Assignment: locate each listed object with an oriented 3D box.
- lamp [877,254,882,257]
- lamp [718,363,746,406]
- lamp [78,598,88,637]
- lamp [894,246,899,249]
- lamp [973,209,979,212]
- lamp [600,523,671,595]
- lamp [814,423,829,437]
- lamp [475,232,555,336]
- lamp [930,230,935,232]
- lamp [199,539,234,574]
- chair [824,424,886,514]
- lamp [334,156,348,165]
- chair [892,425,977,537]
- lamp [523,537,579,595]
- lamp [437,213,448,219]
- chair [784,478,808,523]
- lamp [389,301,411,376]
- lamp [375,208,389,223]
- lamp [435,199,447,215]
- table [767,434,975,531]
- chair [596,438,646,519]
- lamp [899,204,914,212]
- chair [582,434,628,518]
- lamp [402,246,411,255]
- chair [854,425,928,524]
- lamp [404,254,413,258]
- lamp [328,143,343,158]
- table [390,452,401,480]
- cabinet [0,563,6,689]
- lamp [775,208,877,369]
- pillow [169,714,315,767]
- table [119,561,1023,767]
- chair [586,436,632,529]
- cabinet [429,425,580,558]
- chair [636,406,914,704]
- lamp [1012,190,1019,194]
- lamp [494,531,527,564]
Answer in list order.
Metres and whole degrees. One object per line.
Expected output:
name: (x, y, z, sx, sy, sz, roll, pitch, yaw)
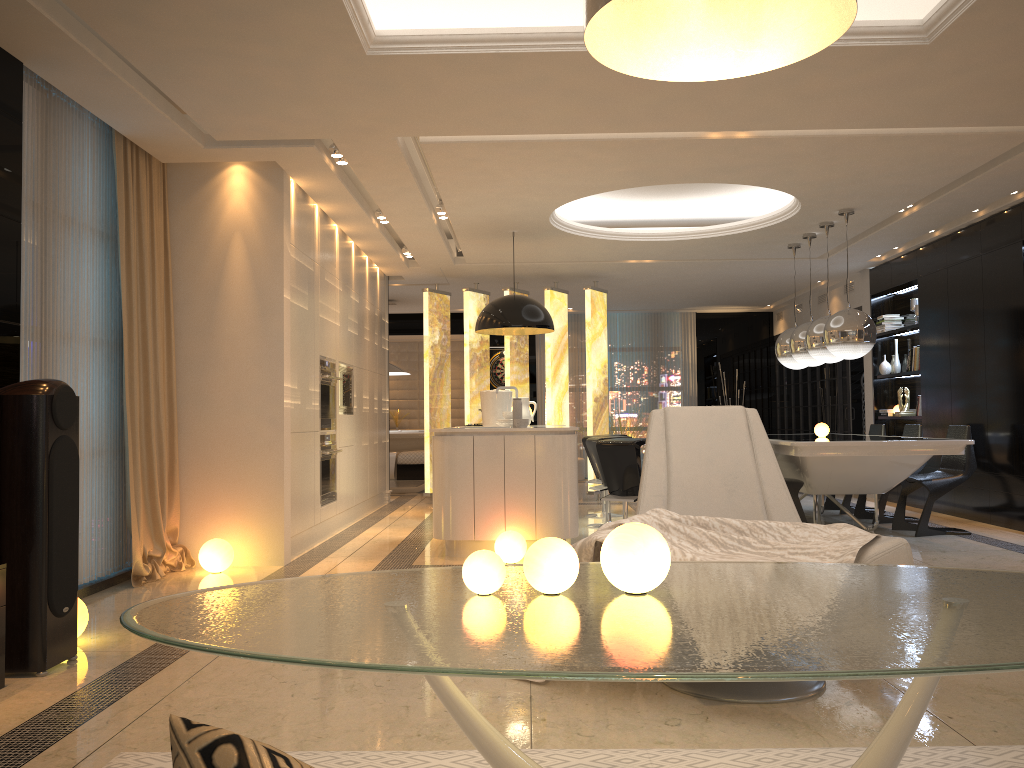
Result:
lamp: (3.951, -1.441, 9.599, 0.107, 0.127, 0.107, 0, -2, -18)
lamp: (3.449, 0.566, 13.890, 0.418, 1.801, 0.200, -1, -2, 1)
lamp: (-1.944, 1.014, 3.824, 0.212, 0.214, 0.213, 1, -3, -39)
lamp: (3.943, -1.459, 9.150, 0.107, 0.127, 0.107, 0, -2, -18)
lamp: (3.916, -1.525, 7.526, 0.107, 0.127, 0.107, 0, -2, -18)
lamp: (0.254, 0.358, 1.824, 0.143, 0.143, 0.143, 0, -2, -15)
lamp: (2.716, 0.403, 7.774, 0.125, 0.125, 0.125, 1, -3, -39)
lamp: (0.019, -0.915, 7.922, 0.710, 0.898, 0.710, -1, -2, 11)
lamp: (3.929, -1.492, 8.339, 0.107, 0.127, 0.107, 0, -2, -18)
lamp: (-1.871, 1.086, 5.612, 0.212, 0.214, 0.213, 1, -3, -39)
chair: (3.390, 0.829, 8.746, 0.496, 0.858, 0.523, -1, -2, 1)
lamp: (-1.136, -1.530, 5.925, 0.107, 0.127, 0.107, 0, -2, -10)
chair: (3.362, 0.761, 7.091, 0.496, 0.858, 0.523, -1, -2, 1)
lamp: (0.081, 0.374, 1.827, 0.115, 0.115, 0.115, -2, -3, 26)
lamp: (-0.585, -1.470, 7.556, 0.107, 0.127, 0.107, 0, -2, -18)
chair: (2.035, 0.773, 6.990, 0.496, 0.858, 0.523, -1, -2, 1)
lamp: (-2.215, -0.631, 12.358, 1.578, 0.995, 0.939, -1, -2, 1)
lamp: (-1.107, -1.461, 7.609, 0.107, 0.127, 0.270, -1, -2, 1)
lamp: (-0.588, -1.476, 7.392, 0.107, 0.127, 0.107, 0, -2, -18)
table: (2.716, 0.849, 7.849, 1.293, 0.759, 3.031, -1, -2, 1)
chair: (0.866, 0.813, 6.795, 0.380, 0.789, 0.380, -2, -3, 34)
lamp: (3.271, -1.522, 7.411, 0.107, 0.127, 0.271, -1, -2, 1)
chair: (0.897, 0.888, 8.630, 0.380, 0.789, 0.380, 1, -3, -31)
lamp: (-1.082, -1.399, 9.142, 0.107, 0.127, 0.107, 0, -2, -18)
chair: (3.376, 0.796, 7.940, 0.496, 0.858, 0.523, -1, -2, 1)
lamp: (-1.078, -1.392, 9.306, 0.107, 0.127, 0.107, -1, -2, -3)
lamp: (-1.138, -1.536, 5.762, 0.107, 0.127, 0.107, 0, -2, -10)
table: (-2.141, 1.344, 14.750, 0.608, 0.457, 1.143, -1, -2, 1)
cabinet: (-2.062, 0.817, 1.790, 0.416, 0.444, 2.842, -1, -2, 1)
lamp: (2.754, -0.782, 7.940, 0.408, 1.226, 1.827, -1, -2, 1)
pillow: (0.119, 0.367, 0.356, 0.575, 0.436, 0.301, -1, -2, 7)
table: (0.323, 0.707, 1.719, 2.140, 0.565, 0.999, -1, -2, 0)
chair: (0.843, 0.855, 7.798, 0.380, 0.789, 0.380, 0, -2, -16)
cabinet: (-0.020, 0.818, 7.823, 1.046, 0.887, 3.752, -1, -2, 1)
chair: (0.818, 0.572, 3.345, 1.027, 0.991, 0.983, -1, -2, 0)
lamp: (3.906, -1.550, 6.929, 0.107, 0.127, 0.107, 0, -2, -18)
lamp: (-0.009, 1.073, 5.834, 0.212, 0.214, 0.213, 1, -3, -39)
